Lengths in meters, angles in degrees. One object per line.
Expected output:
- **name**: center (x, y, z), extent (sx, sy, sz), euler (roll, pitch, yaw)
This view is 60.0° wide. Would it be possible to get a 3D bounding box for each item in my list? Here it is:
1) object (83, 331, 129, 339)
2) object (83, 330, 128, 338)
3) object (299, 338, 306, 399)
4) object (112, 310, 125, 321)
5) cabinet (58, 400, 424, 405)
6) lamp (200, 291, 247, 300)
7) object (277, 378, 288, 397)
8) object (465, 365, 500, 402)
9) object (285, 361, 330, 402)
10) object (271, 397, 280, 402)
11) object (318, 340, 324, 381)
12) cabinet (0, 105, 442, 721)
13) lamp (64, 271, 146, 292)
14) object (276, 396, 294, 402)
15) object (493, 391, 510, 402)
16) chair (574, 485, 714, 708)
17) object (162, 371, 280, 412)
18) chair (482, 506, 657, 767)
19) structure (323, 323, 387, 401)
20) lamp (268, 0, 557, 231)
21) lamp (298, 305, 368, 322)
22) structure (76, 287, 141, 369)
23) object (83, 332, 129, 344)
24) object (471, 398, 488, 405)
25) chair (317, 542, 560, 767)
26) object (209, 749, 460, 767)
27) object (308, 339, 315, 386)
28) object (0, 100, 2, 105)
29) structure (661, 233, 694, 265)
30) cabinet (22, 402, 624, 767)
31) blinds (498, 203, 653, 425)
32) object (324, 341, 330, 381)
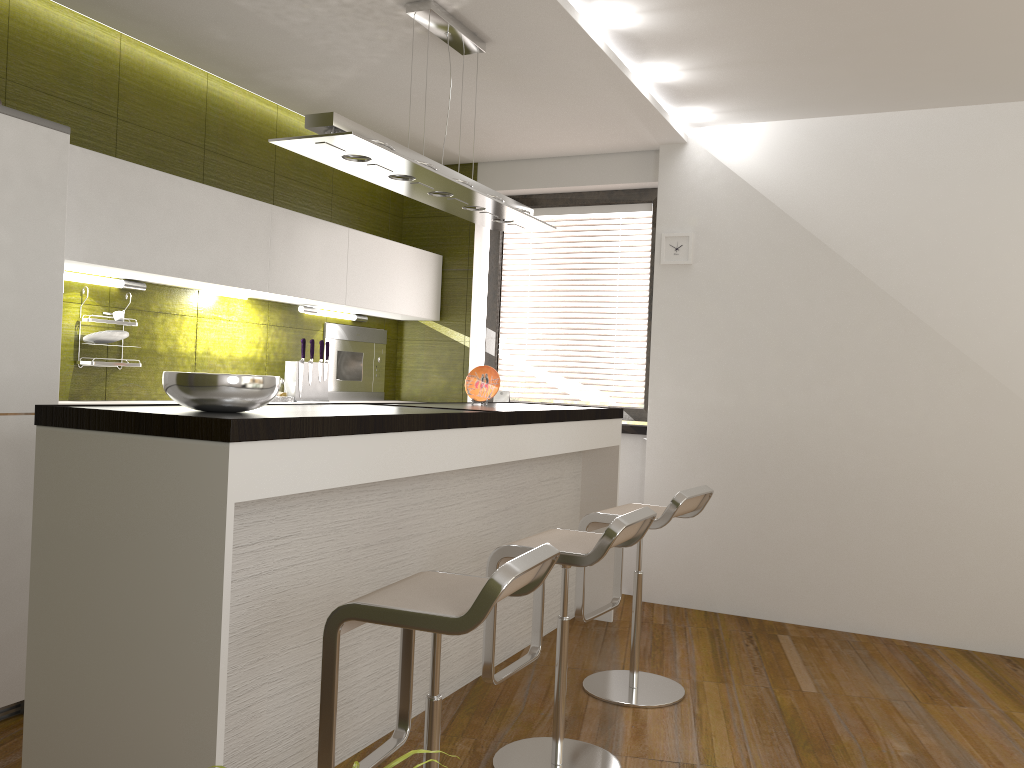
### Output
- **object**: center (-1.732, -0.200, 3.784), extent (0.173, 0.052, 0.181), euler (3, 0, 25)
- **object**: center (-1.732, -0.203, 3.784), extent (0.173, 0.052, 0.181), euler (3, 0, 25)
- **object**: center (-1.160, -0.083, 4.882), extent (0.013, 0.339, 0.046), euler (3, 0, 25)
- **object**: center (-1.727, -0.298, 3.887), extent (0.046, 0.053, 0.051), euler (2, 0, -34)
- **cabinet**: center (-1.239, 0.640, 4.595), extent (0.465, 1.086, 2.940), euler (3, 0, 25)
- **lamp**: center (-1.469, -0.452, 4.529), extent (0.008, 0.008, 0.334), euler (3, 0, 25)
- **object**: center (-1.246, 0.028, 4.811), extent (0.059, 0.121, 0.059), euler (3, 0, -8)
- **object**: center (-0.143, -0.003, 4.306), extent (0.184, 0.178, 0.055), euler (3, 0, 21)
- **object**: center (-1.154, -0.010, 4.996), extent (0.107, 0.227, 0.293), euler (3, 0, 25)
- **object**: center (-1.296, 0.081, 4.681), extent (0.107, 0.032, 0.107), euler (3, 0, 25)
- **object**: center (-1.087, -0.129, 5.034), extent (0.013, 0.243, 0.036), euler (3, 0, 25)
- **cabinet**: center (-1.440, 0.129, 4.404), extent (0.724, 2.089, 3.471), euler (3, 0, 25)
- **lamp**: center (-1.831, -0.447, 3.715), extent (0.041, 0.041, 0.715), euler (3, 0, 25)
- **object**: center (-1.249, 0.083, 4.812), extent (0.107, 0.032, 0.107), euler (3, 0, 36)
- **object**: center (-0.068, 0.129, 5.722), extent (0.106, 0.169, 0.057), euler (3, 0, 19)
- **chair**: center (0.539, 0.835, 3.655), extent (0.460, 0.857, 0.418), euler (3, 0, 30)
- **object**: center (-0.810, 0.024, 2.478), extent (0.311, 0.105, 0.311), euler (3, 0, 38)
- **chair**: center (0.185, 0.822, 2.886), extent (0.460, 0.857, 0.418), euler (3, 0, 25)
- **structure**: center (-0.982, -0.126, 5.593), extent (0.015, 0.469, 0.663), euler (3, 0, 25)
- **lamp**: center (-0.270, -1.098, 3.547), extent (0.326, 0.683, 1.677), euler (3, 0, 25)
- **lamp**: center (-1.059, -0.417, 5.314), extent (0.095, 0.041, 0.716), euler (3, 0, 25)
- **structure**: center (-1.739, -0.237, 3.843), extent (0.110, 0.346, 0.266), euler (3, 0, 25)
- **object**: center (-1.731, -0.197, 3.784), extent (0.173, 0.052, 0.181), euler (3, 0, 25)
- **object**: center (-0.144, 0.035, 4.305), extent (0.088, 0.131, 0.072), euler (3, 0, 20)
- **chair**: center (-0.170, 0.808, 2.118), extent (0.460, 0.857, 0.418), euler (3, 0, 20)
- **object**: center (-0.176, 0.788, 0.783), extent (0.585, 0.904, 0.606), euler (3, 0, -7)
- **object**: center (-1.125, -0.120, 4.954), extent (0.013, 0.264, 0.042), euler (3, 0, 25)
- **object**: center (-1.919, -1.177, 3.077), extent (0.304, 0.488, 0.195), euler (3, 0, 23)
- **structure**: center (0.951, -0.778, 5.111), extent (0.180, 0.180, 0.026), euler (3, 0, 25)
- **cabinet**: center (-0.351, 0.658, 3.514), extent (0.663, 1.134, 2.947), euler (3, 0, 25)
- **blinds**: center (-0.879, -3.093, 9.608), extent (16.000, 12.704, 9.030), euler (2, 0, -26)
- **object**: center (-1.065, -0.129, 5.080), extent (0.013, 0.231, 0.040), euler (3, 0, 25)
